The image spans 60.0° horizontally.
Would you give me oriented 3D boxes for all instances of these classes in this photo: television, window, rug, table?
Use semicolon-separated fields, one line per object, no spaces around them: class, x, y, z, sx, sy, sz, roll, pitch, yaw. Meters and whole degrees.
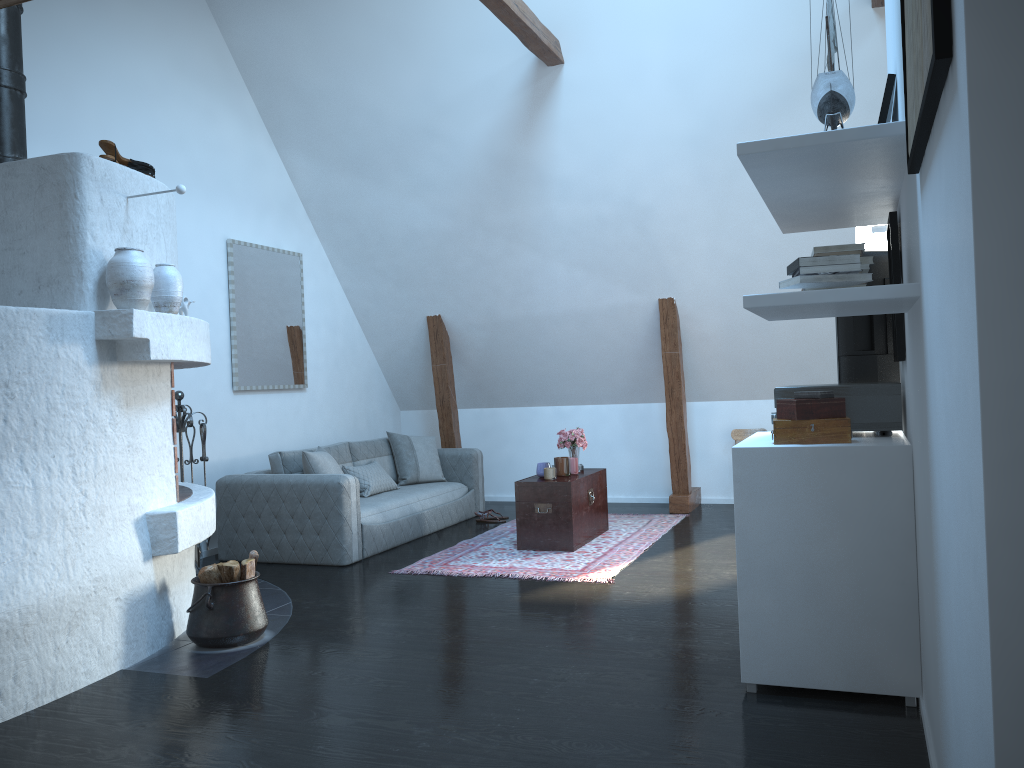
television;2.006;-0.293;3.852;1.005;0.652;0.537;-2;0;-13
window;4.294;-2.059;4.320;8.018;4.249;5.959;-2;0;22
rug;0.380;1.167;6.665;1.512;0.029;2.647;-2;0;22
table;0.401;0.926;6.684;0.471;0.492;0.962;-2;0;22

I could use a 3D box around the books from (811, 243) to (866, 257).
books;1.086;-0.439;2.962;0.158;0.021;0.224;-2;0;17

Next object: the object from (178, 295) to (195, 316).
object;-1.675;-0.398;4.496;0.064;0.114;0.161;-2;0;24

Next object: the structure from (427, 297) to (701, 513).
structure;5.123;0.011;6.623;12.350;1.963;1.023;-2;0;22

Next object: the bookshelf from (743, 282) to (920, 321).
bookshelf;1.027;-0.253;2.828;0.478;0.038;0.741;-2;0;22

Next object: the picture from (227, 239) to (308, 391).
picture;-2.011;-0.549;7.365;0.025;1.185;0.965;-2;0;22

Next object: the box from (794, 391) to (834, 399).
box;1.155;0.042;3.392;0.076;0.027;0.129;-2;0;-28

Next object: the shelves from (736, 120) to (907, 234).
shelves;1.167;-0.702;3.229;0.478;0.038;1.604;-2;0;22

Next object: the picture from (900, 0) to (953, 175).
picture;0.841;-0.850;1.837;0.028;0.648;0.909;-2;0;22

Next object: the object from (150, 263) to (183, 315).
object;-1.680;-0.443;4.311;0.158;0.274;0.158;-2;0;-29

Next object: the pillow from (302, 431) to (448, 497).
pillow;-1.110;0.677;7.296;0.444;0.515;2.075;-2;0;22

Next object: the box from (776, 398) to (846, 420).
box;1.140;0.094;3.383;0.210;0.075;0.137;-2;0;-13

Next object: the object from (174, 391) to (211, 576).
object;-2.209;0.665;5.946;0.376;1.245;0.376;-2;0;2

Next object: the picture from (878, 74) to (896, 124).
picture;1.427;-0.920;3.444;0.114;0.377;0.597;-2;0;22

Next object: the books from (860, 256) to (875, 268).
books;1.088;-0.393;2.968;0.193;0.028;0.245;-2;0;12

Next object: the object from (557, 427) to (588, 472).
object;0.467;0.507;6.909;0.235;0.351;0.234;-2;0;-18

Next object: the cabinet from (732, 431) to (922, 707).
cabinet;1.279;0.678;3.618;0.638;0.921;0.869;-2;0;22

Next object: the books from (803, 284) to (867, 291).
books;1.081;-0.297;2.983;0.192;0.043;0.248;-2;0;17

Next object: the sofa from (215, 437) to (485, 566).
sofa;-1.200;0.857;7.314;1.107;0.770;2.458;-2;0;22

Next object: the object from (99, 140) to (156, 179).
object;-1.971;-1.085;4.511;0.311;0.094;0.783;-2;0;7

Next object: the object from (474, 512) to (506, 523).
object;-0.191;1.151;7.685;0.277;0.090;0.101;-2;0;10

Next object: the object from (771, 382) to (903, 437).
object;1.373;0.107;3.761;0.496;0.211;0.435;-2;0;21

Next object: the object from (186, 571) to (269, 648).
object;-1.396;1.100;4.346;0.384;0.313;0.384;-2;0;-42

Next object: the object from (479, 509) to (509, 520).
object;-0.164;1.150;7.843;0.277;0.090;0.101;-2;0;-22

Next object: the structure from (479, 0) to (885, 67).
structure;1.590;-2.636;2.517;15.910;3.562;10.230;-2;0;27

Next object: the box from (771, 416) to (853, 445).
box;1.142;0.178;3.387;0.294;0.093;0.169;-2;0;17

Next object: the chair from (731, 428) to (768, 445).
chair;2.140;0.752;7.868;0.329;0.696;0.342;-2;0;5

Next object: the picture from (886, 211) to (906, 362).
picture;1.512;-0.368;3.496;0.036;0.558;0.420;-2;0;22

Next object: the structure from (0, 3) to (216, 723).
structure;-3.093;-1.020;4.468;3.049;4.752;3.058;-2;0;30

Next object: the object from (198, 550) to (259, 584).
object;-1.387;1.016;4.328;0.270;0.370;0.240;-2;0;21

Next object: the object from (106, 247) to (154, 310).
object;-1.745;-0.460;4.057;0.203;0.314;0.203;-2;0;5

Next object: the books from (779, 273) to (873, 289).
books;0.966;-0.317;2.740;0.227;0.024;0.166;-2;0;-4

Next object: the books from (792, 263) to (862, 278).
books;0.963;-0.341;2.727;0.175;0.024;0.243;-2;0;13

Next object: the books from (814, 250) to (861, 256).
books;1.080;-0.418;2.963;0.143;0.020;0.215;-2;0;16

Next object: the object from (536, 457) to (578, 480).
object;0.312;0.621;6.591;0.215;0.138;0.413;-2;0;33

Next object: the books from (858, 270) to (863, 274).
books;1.077;-0.353;2.981;0.175;0.023;0.249;-2;0;17

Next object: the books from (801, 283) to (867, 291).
books;1.078;-0.330;2.981;0.175;0.023;0.249;-2;0;12

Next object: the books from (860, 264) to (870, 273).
books;1.088;-0.372;2.968;0.192;0.014;0.255;-2;0;20

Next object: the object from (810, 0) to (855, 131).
object;1.032;-1.211;2.886;0.140;0.989;0.789;-2;0;22

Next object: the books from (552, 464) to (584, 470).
books;0.442;0.665;7.059;0.243;0.034;0.179;-2;0;0

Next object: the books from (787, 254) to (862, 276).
books;0.958;-0.367;2.738;0.179;0.029;0.225;-2;0;9
